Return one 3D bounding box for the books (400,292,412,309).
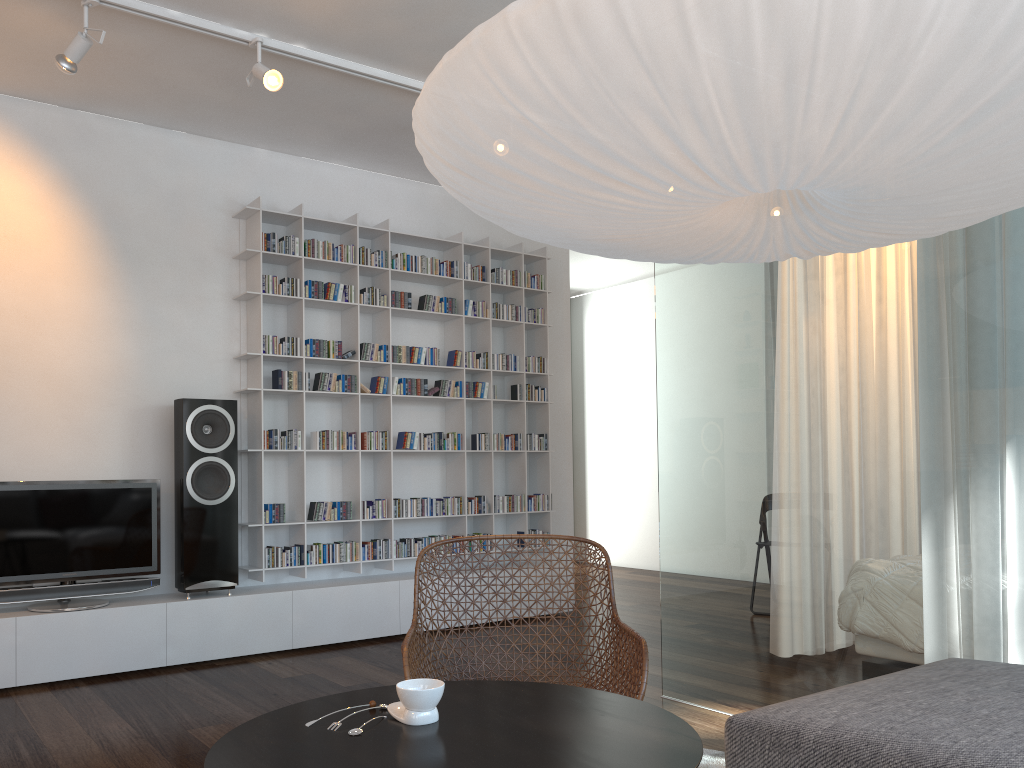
[{"bbox_3d":[-0.656,-0.494,5.330,0.074,0.104,0.090,1,-4,-36],"label":"books"}]

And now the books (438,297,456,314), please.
[{"bbox_3d":[-0.418,-0.479,5.504,0.132,0.104,0.099,2,-5,-38],"label":"books"}]

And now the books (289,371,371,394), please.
[{"bbox_3d":[-1.042,-0.002,5.030,0.504,0.105,0.090,3,-5,-36],"label":"books"}]

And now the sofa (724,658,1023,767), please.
[{"bbox_3d":[0.602,0.675,0.789,3.070,0.669,2.046,3,-7,-36],"label":"sofa"}]

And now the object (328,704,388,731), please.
[{"bbox_3d":[-0.290,0.630,1.685,0.025,0.016,0.164,-3,-6,29],"label":"object"}]

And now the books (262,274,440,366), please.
[{"bbox_3d":[-0.920,-0.347,5.133,1.125,0.430,0.102,3,-4,-36],"label":"books"}]

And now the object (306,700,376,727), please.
[{"bbox_3d":[-0.328,0.633,1.704,0.015,0.015,0.168,-4,-6,41],"label":"object"}]

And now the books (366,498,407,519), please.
[{"bbox_3d":[-0.754,0.734,5.218,0.268,0.112,0.100,3,-5,-37],"label":"books"}]

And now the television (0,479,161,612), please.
[{"bbox_3d":[-2.104,0.760,4.210,0.788,0.599,0.346,1,-3,-18],"label":"television"}]

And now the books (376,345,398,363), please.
[{"bbox_3d":[-0.752,-0.173,5.249,0.139,0.104,0.099,2,-5,-37],"label":"books"}]

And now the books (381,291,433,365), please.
[{"bbox_3d":[-0.649,-0.330,5.332,0.350,0.430,0.100,2,-3,-37],"label":"books"}]

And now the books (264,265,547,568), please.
[{"bbox_3d":[-0.582,0.129,5.366,1.954,1.815,0.115,2,-3,-36],"label":"books"}]

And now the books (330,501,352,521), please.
[{"bbox_3d":[-0.987,0.723,5.046,0.132,0.104,0.099,2,-5,-38],"label":"books"}]

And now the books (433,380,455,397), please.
[{"bbox_3d":[-0.420,0.033,5.484,0.118,0.108,0.090,2,-4,-36],"label":"books"}]

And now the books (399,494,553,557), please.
[{"bbox_3d":[-0.210,0.884,5.612,1.134,0.348,0.115,3,-4,-36],"label":"books"}]

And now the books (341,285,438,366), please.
[{"bbox_3d":[-0.728,-0.340,5.274,0.621,0.437,0.101,2,-3,-37],"label":"books"}]

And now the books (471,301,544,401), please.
[{"bbox_3d":[-0.033,-0.204,5.780,0.569,0.624,0.115,2,-3,-36],"label":"books"}]

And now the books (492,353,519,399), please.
[{"bbox_3d":[-0.069,-0.043,5.748,0.231,0.299,0.115,1,-3,-36],"label":"books"}]

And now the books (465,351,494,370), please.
[{"bbox_3d":[-0.231,-0.146,5.630,0.232,0.112,0.102,3,-5,-36],"label":"books"}]

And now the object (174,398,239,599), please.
[{"bbox_3d":[-1.598,0.589,4.573,0.295,1.000,0.281,0,-2,-36],"label":"object"}]

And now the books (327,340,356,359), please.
[{"bbox_3d":[-0.984,-0.187,5.079,0.164,0.106,0.090,2,-4,-36],"label":"books"}]

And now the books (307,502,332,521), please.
[{"bbox_3d":[-1.080,0.717,4.977,0.118,0.108,0.090,2,-4,-36],"label":"books"}]

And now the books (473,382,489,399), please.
[{"bbox_3d":[-0.216,0.044,5.633,0.118,0.108,0.090,2,-4,-36],"label":"books"}]

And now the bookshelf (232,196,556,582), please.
[{"bbox_3d":[-0.628,0.077,5.396,2.086,2.068,0.227,2,-3,-36],"label":"bookshelf"}]

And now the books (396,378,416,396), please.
[{"bbox_3d":[-0.649,0.021,5.318,0.132,0.104,0.099,2,-5,-38],"label":"books"}]

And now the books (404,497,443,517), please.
[{"bbox_3d":[-0.549,0.746,5.368,0.234,0.112,0.115,3,-5,-36],"label":"books"}]

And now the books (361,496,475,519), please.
[{"bbox_3d":[-0.573,0.745,5.351,0.765,0.112,0.115,3,-5,-36],"label":"books"}]

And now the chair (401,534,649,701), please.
[{"bbox_3d":[0.024,0.850,2.777,0.718,0.707,0.688,-1,-3,-4],"label":"chair"}]

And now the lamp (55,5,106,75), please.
[{"bbox_3d":[-1.648,-1.326,3.405,0.251,0.239,0.085,-2,-2,20],"label":"lamp"}]

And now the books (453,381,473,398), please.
[{"bbox_3d":[-0.321,0.040,5.557,0.144,0.104,0.099,2,-5,-38],"label":"books"}]

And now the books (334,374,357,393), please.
[{"bbox_3d":[-0.968,0.003,5.085,0.132,0.104,0.099,2,-5,-38],"label":"books"}]

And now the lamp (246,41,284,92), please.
[{"bbox_3d":[-1.044,-1.310,3.660,0.251,0.239,0.085,-4,-3,39],"label":"lamp"}]

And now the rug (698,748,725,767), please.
[{"bbox_3d":[-0.041,1.104,1.705,2.842,0.012,2.845,-5,-7,33],"label":"rug"}]

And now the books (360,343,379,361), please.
[{"bbox_3d":[-0.847,-0.181,5.178,0.118,0.108,0.090,2,-4,-36],"label":"books"}]

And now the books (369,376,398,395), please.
[{"bbox_3d":[-0.758,0.013,5.237,0.158,0.110,0.090,2,-4,-36],"label":"books"}]

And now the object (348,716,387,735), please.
[{"bbox_3d":[-0.264,0.627,1.633,0.026,0.010,0.124,-3,-6,20],"label":"object"}]

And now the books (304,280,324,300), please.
[{"bbox_3d":[-1.134,-0.523,4.982,0.132,0.104,0.099,2,-5,-38],"label":"books"}]

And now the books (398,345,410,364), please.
[{"bbox_3d":[-0.666,-0.170,5.311,0.074,0.108,0.090,1,-4,-36],"label":"books"}]

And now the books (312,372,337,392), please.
[{"bbox_3d":[-1.060,-0.007,5.016,0.118,0.108,0.090,2,-4,-36],"label":"books"}]

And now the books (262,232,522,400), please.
[{"bbox_3d":[-0.670,-0.355,5.318,1.755,0.855,0.115,3,-3,-36],"label":"books"}]

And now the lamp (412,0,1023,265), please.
[{"bbox_3d":[0.535,-0.436,1.815,1.470,0.209,1.476,-1,-6,0],"label":"lamp"}]

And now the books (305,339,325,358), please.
[{"bbox_3d":[-1.126,-0.195,4.976,0.132,0.104,0.099,2,-5,-38],"label":"books"}]

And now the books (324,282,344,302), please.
[{"bbox_3d":[-1.030,-0.518,5.056,0.118,0.108,0.090,2,-4,-36],"label":"books"}]

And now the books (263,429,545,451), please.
[{"bbox_3d":[-0.588,0.346,5.354,1.926,0.114,0.115,3,-5,-36],"label":"books"}]

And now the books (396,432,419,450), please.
[{"bbox_3d":[-0.626,0.343,5.322,0.118,0.108,0.090,2,-4,-36],"label":"books"}]

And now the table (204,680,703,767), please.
[{"bbox_3d":[-0.092,0.858,1.556,0.848,0.471,0.850,2,-6,-34],"label":"table"}]

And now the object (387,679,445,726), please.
[{"bbox_3d":[-0.182,0.602,1.687,0.091,0.069,0.139,1,-5,-24],"label":"object"}]

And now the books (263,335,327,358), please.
[{"bbox_3d":[-1.218,-0.201,4.909,0.384,0.104,0.102,3,-5,-36],"label":"books"}]

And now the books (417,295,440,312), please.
[{"bbox_3d":[-0.511,-0.486,5.435,0.118,0.108,0.090,2,-4,-36],"label":"books"}]

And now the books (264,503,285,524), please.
[{"bbox_3d":[-1.307,0.704,4.812,0.132,0.104,0.099,2,-5,-38],"label":"books"}]

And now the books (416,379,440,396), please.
[{"bbox_3d":[-0.527,0.028,5.406,0.164,0.106,0.090,2,-4,-36],"label":"books"}]

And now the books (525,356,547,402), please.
[{"bbox_3d":[0.130,-0.032,5.893,0.183,0.299,0.115,1,-3,-36],"label":"books"}]

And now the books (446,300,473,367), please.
[{"bbox_3d":[-0.327,-0.314,5.564,0.156,0.430,0.090,1,-2,-36],"label":"books"}]

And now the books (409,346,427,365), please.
[{"bbox_3d":[-0.588,-0.167,5.368,0.118,0.108,0.090,2,-4,-36],"label":"books"}]
